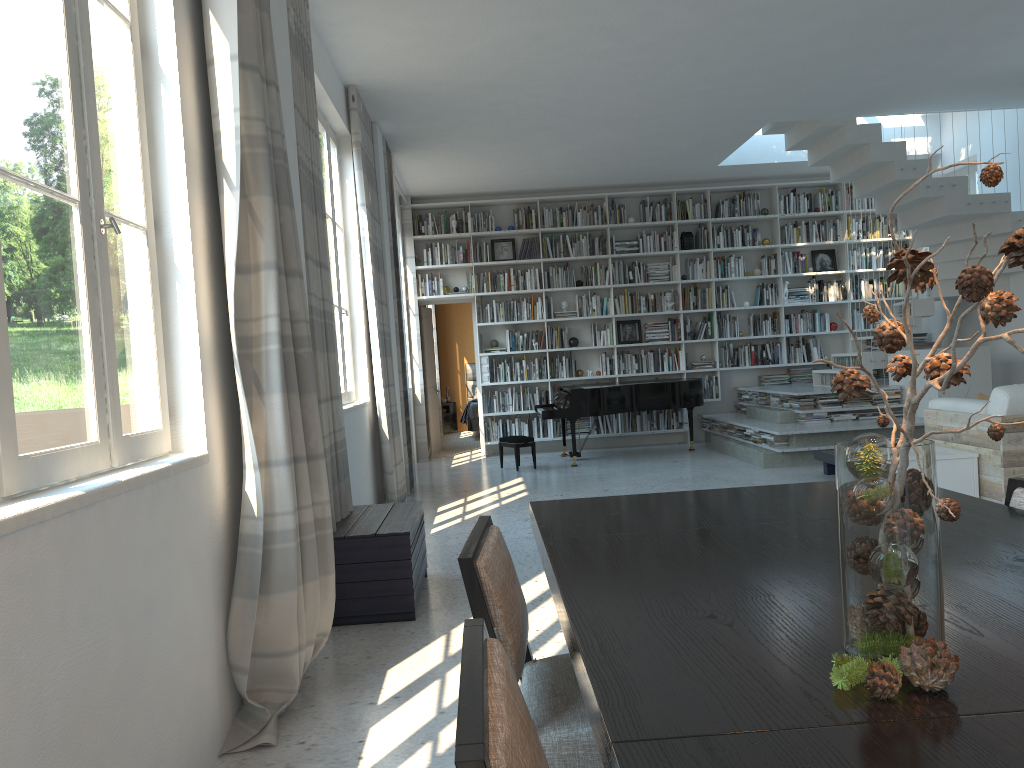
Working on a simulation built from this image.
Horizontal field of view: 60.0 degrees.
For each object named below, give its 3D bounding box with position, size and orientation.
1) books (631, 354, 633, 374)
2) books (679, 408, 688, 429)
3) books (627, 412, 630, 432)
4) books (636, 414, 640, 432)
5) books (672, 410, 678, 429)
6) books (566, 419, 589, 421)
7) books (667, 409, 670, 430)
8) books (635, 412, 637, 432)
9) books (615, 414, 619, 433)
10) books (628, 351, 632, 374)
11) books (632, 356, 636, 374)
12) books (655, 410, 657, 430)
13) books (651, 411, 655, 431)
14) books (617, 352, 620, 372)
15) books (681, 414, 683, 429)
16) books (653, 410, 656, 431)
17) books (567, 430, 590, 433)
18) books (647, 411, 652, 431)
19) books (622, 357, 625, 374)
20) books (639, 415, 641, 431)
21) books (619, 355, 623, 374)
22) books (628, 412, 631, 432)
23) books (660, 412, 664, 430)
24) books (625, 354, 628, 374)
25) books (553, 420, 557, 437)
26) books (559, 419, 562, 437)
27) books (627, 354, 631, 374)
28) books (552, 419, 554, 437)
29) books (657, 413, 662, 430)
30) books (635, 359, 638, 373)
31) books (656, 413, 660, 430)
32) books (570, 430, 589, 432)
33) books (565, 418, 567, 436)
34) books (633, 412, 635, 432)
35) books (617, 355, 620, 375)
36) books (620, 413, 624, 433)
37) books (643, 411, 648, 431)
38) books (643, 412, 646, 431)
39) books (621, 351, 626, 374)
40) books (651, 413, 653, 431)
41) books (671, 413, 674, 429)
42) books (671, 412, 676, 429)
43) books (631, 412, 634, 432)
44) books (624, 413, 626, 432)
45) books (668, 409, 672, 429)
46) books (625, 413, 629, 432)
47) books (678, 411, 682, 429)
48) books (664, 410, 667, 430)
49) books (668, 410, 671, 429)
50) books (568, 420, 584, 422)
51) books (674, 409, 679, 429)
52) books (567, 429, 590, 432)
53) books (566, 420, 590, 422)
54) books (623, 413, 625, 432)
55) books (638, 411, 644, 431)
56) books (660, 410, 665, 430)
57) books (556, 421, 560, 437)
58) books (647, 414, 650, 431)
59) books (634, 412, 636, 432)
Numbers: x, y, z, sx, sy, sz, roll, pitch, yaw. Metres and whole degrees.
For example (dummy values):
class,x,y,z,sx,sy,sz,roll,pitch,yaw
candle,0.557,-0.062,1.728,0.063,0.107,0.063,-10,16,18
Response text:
class,x,y,z,sx,sy,sz,roll,pitch,yaw
books,1.490,-0.252,11.093,0.021,0.244,0.141,-4,2,-2
books,2.143,0.419,11.059,0.038,0.269,0.277,-4,2,-2
books,1.445,0.429,11.103,0.012,0.337,0.144,-4,2,-2
books,1.561,0.487,11.097,0.028,0.206,0.174,-4,2,-2
books,2.045,0.445,11.127,0.028,0.228,0.162,-4,2,-2
books,0.820,0.449,11.083,0.285,0.005,0.159,-4,1,3
books,1.937,0.407,11.102,0.013,0.317,0.186,-4,2,-2
books,1.539,0.463,11.120,0.012,0.255,0.150,-4,2,-2
books,1.313,0.487,11.119,0.021,0.237,0.115,-4,2,-2
books,1.472,-0.270,11.074,0.013,0.282,0.166,-4,2,-2
books,1.513,-0.240,11.072,0.023,0.217,0.174,-4,2,-2
books,1.786,0.444,11.122,0.024,0.262,0.131,-4,2,-2
books,1.751,0.410,11.102,0.014,0.336,0.182,-4,2,-2
books,1.331,-0.258,11.078,0.011,0.275,0.145,-4,2,-2
books,2.113,0.463,11.128,0.023,0.182,0.148,-4,2,-2
books,1.766,0.433,11.105,0.014,0.288,0.184,-4,2,-2
books,0.829,0.593,11.088,0.285,0.007,0.159,-4,1,3
books,1.717,0.437,11.107,0.013,0.285,0.184,-4,2,-2
books,1.378,-0.227,11.082,0.024,0.208,0.170,-4,2,-2
books,1.589,0.489,11.128,0.030,0.197,0.143,-4,2,-2
books,1.352,-0.238,11.068,0.027,0.234,0.167,-4,2,-2
books,1.469,0.440,11.105,0.034,0.311,0.170,-4,2,-2
books,1.864,0.466,11.107,0.029,0.210,0.170,-4,2,-2
books,1.427,-0.250,11.094,0.024,0.248,0.132,-4,2,-2
books,0.532,0.557,11.088,0.025,0.198,0.160,-4,2,-2
books,0.608,0.536,11.079,0.023,0.231,0.164,-4,2,-2
books,1.453,-0.250,11.077,0.027,0.246,0.179,-4,2,-2
books,0.500,0.516,11.086,0.012,0.285,0.159,-4,2,-2
books,1.845,0.469,11.101,0.010,0.206,0.179,-4,2,-2
books,1.540,-0.225,11.069,0.029,0.184,0.174,-4,2,-2
books,1.819,0.467,11.132,0.040,0.212,0.129,-4,2,-2
books,0.829,0.586,11.090,0.254,0.007,0.161,-4,1,-6
books,0.658,0.507,11.089,0.027,0.282,0.129,-4,2,-2
books,1.516,0.473,11.115,0.012,0.239,0.128,-4,2,-2
books,1.312,-0.241,11.085,0.029,0.244,0.154,-4,2,-2
books,1.368,0.474,11.093,0.026,0.256,0.183,-4,2,-2
books,1.673,0.452,11.121,0.028,0.261,0.132,-4,2,-2
books,1.644,0.467,11.121,0.030,0.235,0.138,-4,2,-2
books,1.400,-0.270,11.098,0.027,0.291,0.140,-4,2,-2
books,1.737,0.472,11.113,0.022,0.213,0.167,-4,2,-2
books,1.998,0.466,11.125,0.024,0.191,0.155,-4,2,-2
books,2.021,0.458,11.115,0.022,0.205,0.191,-4,2,-2
books,1.499,0.470,11.118,0.022,0.247,0.143,-4,2,-2
books,1.398,0.430,11.109,0.014,0.340,0.139,-4,2,-2
books,1.979,0.434,11.113,0.011,0.258,0.171,-4,2,-2
books,1.429,0.466,11.114,0.025,0.264,0.144,-4,2,-2
books,2.086,0.447,11.114,0.029,0.218,0.190,-4,2,-2
books,1.911,0.442,11.098,0.044,0.251,0.186,-4,2,-2
books,1.959,0.445,11.128,0.028,0.239,0.140,-4,2,-2
books,0.820,0.454,11.092,0.254,0.006,0.161,-4,1,-1
books,2.064,0.429,11.119,0.013,0.256,0.176,-4,2,-2
books,0.828,0.578,11.094,0.285,0.007,0.159,-4,1,0
books,0.820,0.459,11.095,0.285,0.005,0.159,-4,1,-2
books,1.386,0.451,11.093,0.014,0.301,0.184,-4,2,-2
books,1.615,0.439,11.116,0.026,0.294,0.155,-4,2,-2
books,1.882,0.423,11.107,0.011,0.293,0.184,-4,2,-2
books,0.572,0.562,11.082,0.053,0.184,0.148,-4,2,-2
books,1.701,0.479,11.120,0.024,0.203,0.144,-4,2,-2
books,1.527,0.454,11.119,0.012,0.276,0.154,-4,2,-2
